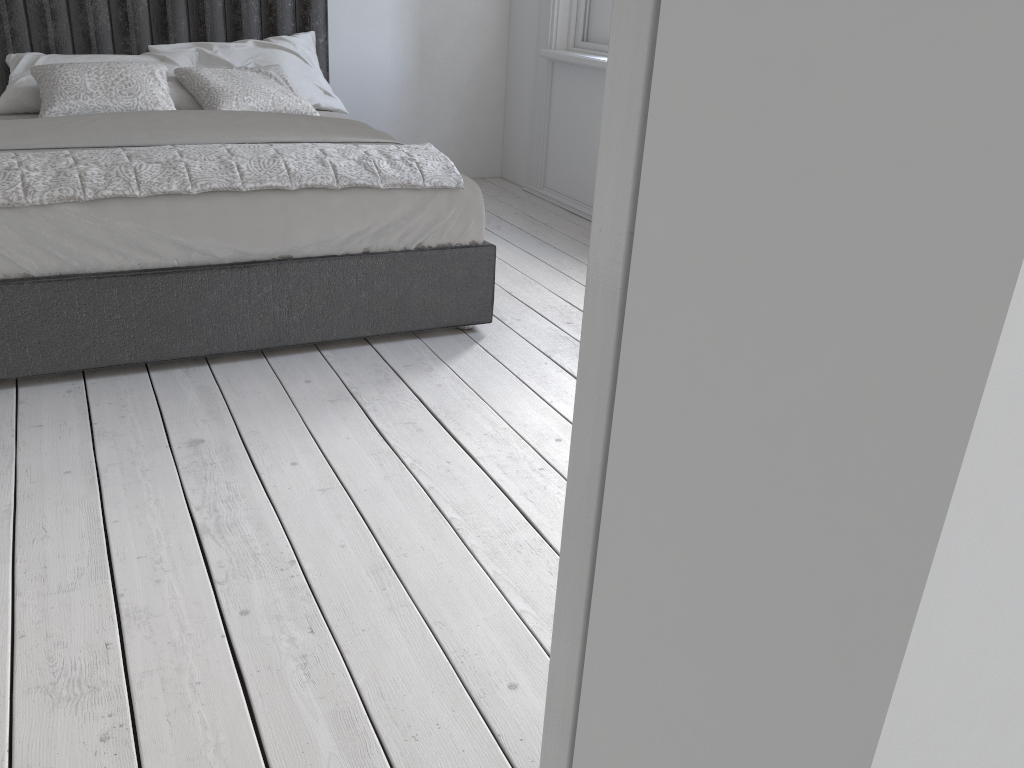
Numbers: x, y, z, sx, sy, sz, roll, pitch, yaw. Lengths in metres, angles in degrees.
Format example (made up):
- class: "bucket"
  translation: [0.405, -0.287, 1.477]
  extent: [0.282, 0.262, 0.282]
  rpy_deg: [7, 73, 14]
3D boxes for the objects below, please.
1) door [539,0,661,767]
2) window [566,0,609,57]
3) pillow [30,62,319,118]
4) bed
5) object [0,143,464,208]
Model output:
- class: "door"
  translation: [0.346, -0.343, 0.641]
  extent: [0.678, 2.323, 0.034]
  rpy_deg: [-13, 29, -33]
- class: "window"
  translation: [0.616, -2.357, 4.238]
  extent: [0.079, 1.535, 1.048]
  rpy_deg: [-8, 27, -25]
- class: "pillow"
  translation: [-1.393, -1.231, 3.742]
  extent: [1.147, 0.225, 0.416]
  rpy_deg: [-12, 29, -32]
- class: "bed"
  translation: [-1.233, -1.014, 3.402]
  extent: [1.888, 1.167, 2.178]
  rpy_deg: [-9, 27, -25]
- class: "object"
  translation: [-0.867, -0.664, 2.726]
  extent: [1.460, 0.104, 0.405]
  rpy_deg: [-9, 27, -25]
